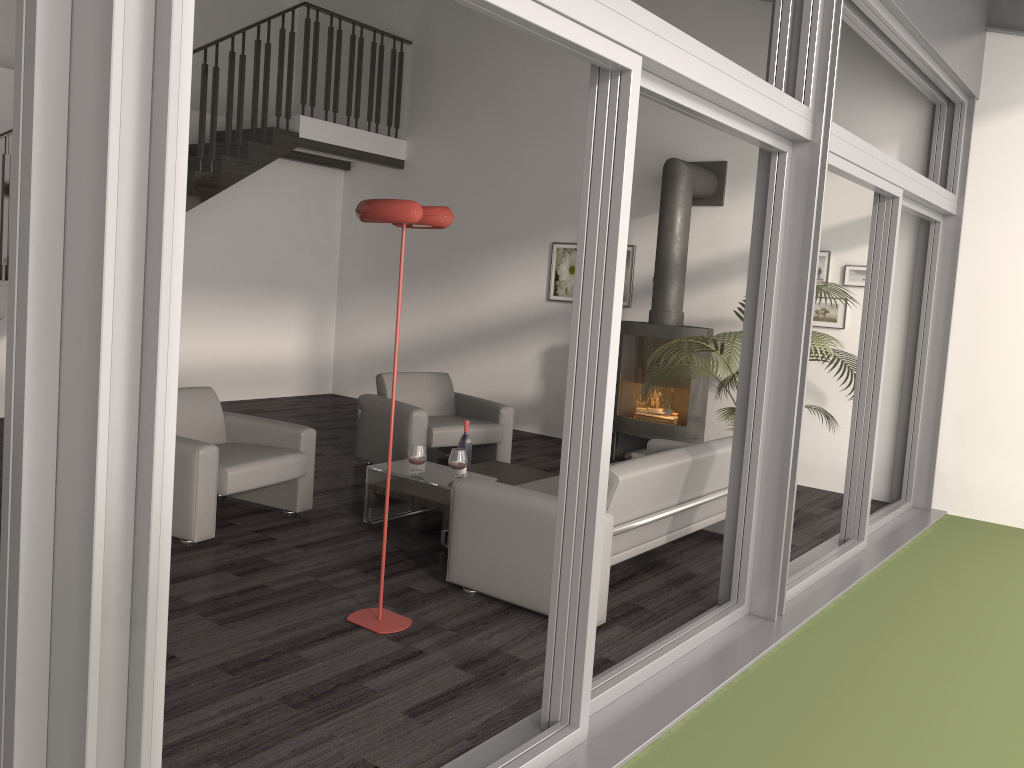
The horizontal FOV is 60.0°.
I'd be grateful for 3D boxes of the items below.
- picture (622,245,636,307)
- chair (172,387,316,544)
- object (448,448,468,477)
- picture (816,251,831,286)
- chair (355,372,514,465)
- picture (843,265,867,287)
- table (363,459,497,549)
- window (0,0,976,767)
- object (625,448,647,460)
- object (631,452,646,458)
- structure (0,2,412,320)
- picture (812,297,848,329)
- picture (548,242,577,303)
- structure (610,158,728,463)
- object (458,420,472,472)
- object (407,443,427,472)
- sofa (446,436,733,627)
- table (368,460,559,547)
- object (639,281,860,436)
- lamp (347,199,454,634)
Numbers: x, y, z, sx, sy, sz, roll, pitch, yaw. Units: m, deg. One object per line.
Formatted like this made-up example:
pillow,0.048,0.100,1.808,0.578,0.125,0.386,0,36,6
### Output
picture,0.969,-1.023,8.348,0.395,0.576,0.026,8,6,37
chair,-1.748,0.426,5.166,0.911,0.715,0.965,7,6,27
object,-0.316,0.458,5.180,0.116,0.155,0.116,7,6,27
picture,2.482,-0.941,7.204,0.191,0.279,0.015,8,6,37
chair,-0.590,0.307,6.949,0.963,0.715,0.913,0,7,-38
picture,2.742,-0.853,7.009,0.222,0.165,0.015,8,6,37
table,-0.488,0.688,5.243,0.682,0.341,0.400,9,7,37
window,0.319,-0.539,2.782,0.386,3.460,9.754,7,7,37
object,1.120,0.609,7.632,0.306,0.191,0.104,9,7,38
object,1.136,0.632,7.509,0.258,0.068,0.073,9,7,36
structure,-3.328,-1.722,8.129,1.002,4.082,6.348,7,7,37
picture,2.524,-0.581,7.180,0.360,0.244,0.015,8,6,37
picture,0.543,-1.091,8.669,0.395,0.576,0.026,8,6,37
structure,1.514,-0.616,7.744,0.820,2.667,1.117,7,6,37
object,-0.294,0.412,5.529,0.093,0.369,0.093,7,5,36
object,-0.560,0.434,5.237,0.116,0.155,0.116,-1,7,-44
sofa,0.634,0.630,4.876,0.904,0.715,2.117,8,8,37
table,-0.250,0.723,5.566,0.602,0.249,1.201,9,8,37
object,1.648,0.048,6.451,1.722,1.661,2.122,7,7,31
lamp,-0.507,0.133,3.748,0.365,1.783,0.353,7,5,37
